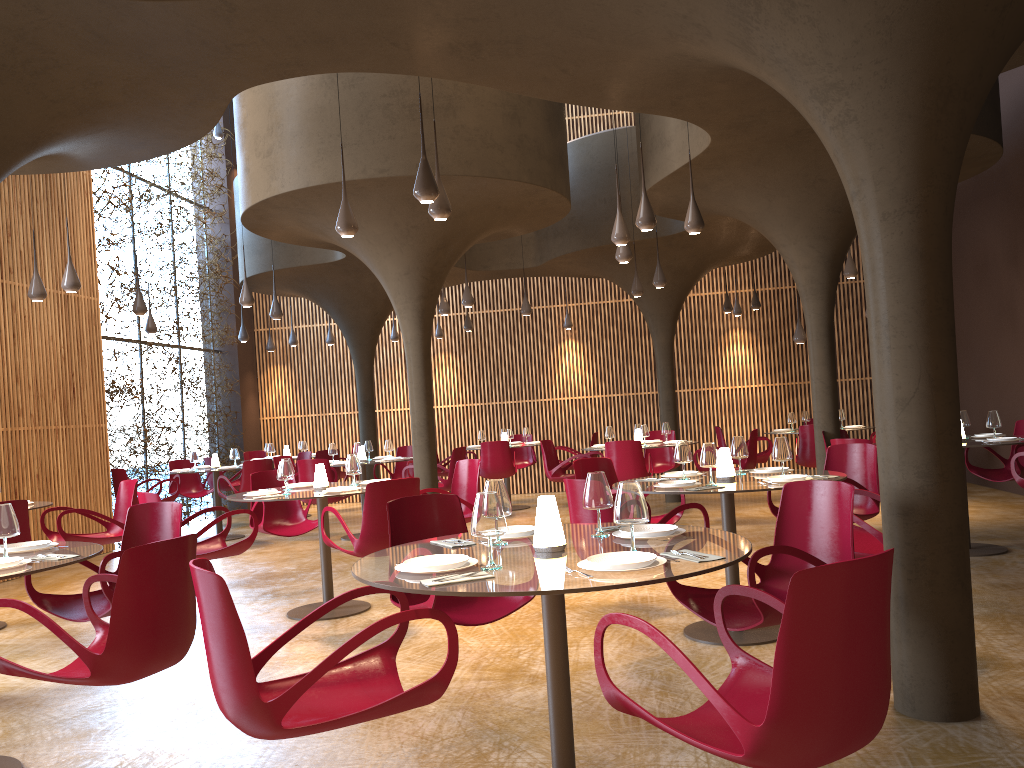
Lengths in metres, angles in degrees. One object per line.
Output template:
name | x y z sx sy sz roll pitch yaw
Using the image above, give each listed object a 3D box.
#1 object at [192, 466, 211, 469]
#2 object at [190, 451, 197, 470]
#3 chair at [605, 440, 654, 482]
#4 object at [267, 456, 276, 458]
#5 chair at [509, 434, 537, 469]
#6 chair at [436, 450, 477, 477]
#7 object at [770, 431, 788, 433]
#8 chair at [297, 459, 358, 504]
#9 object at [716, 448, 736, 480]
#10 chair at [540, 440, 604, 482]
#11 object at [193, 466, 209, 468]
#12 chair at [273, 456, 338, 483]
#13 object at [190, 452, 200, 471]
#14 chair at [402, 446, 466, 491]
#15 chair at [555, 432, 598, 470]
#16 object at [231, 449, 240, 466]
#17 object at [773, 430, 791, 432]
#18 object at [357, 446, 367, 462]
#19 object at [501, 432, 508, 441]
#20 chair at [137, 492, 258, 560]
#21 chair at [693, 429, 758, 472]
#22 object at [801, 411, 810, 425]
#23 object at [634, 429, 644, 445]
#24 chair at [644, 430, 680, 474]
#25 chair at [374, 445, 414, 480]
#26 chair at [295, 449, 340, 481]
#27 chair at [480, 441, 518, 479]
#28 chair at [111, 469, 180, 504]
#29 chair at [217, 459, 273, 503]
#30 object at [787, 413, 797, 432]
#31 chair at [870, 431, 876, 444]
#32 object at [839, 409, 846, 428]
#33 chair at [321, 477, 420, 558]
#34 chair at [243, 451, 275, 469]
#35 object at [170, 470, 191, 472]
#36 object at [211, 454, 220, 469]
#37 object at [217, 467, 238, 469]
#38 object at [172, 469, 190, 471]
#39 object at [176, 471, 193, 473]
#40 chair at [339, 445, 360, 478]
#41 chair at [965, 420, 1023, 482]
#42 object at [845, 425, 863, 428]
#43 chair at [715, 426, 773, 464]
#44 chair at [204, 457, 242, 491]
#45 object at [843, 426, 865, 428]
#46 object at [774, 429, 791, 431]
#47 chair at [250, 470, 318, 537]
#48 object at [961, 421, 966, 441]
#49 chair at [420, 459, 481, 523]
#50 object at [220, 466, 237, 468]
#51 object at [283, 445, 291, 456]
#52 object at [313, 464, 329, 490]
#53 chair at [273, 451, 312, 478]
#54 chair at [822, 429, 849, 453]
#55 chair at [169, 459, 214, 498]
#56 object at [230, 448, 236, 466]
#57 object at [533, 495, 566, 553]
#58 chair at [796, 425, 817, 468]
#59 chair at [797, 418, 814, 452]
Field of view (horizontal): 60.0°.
object | -5.086 1.372 14.528 0.332 0.014 0.332 -4 -2 0
object | -5.123 1.230 14.297 0.142 0.295 0.142 -4 -1 20
chair | 1.508 1.039 11.624 0.625 0.636 0.872 -4 -1 13
object | -4.612 1.411 17.142 0.263 0.029 0.263 -2 -2 -39
chair | 0.137 1.293 16.969 0.625 0.636 0.873 -4 -1 8
chair | -1.126 1.343 15.925 0.873 0.636 0.625 -4 -1 13
object | 4.191 0.757 13.919 0.262 0.017 0.126 -4 -2 23
chair | -2.559 1.320 12.151 0.625 0.636 0.872 -4 -1 13
object | 1.570 0.587 6.534 0.142 0.232 0.144 -3 -1 -32
chair | 0.861 1.125 13.039 0.873 0.636 0.625 -4 -1 23
object | -5.086 1.362 14.528 0.263 0.029 0.263 -2 -2 -45
chair | -3.207 1.406 13.566 0.873 0.636 0.625 -4 -1 23
object | -4.922 1.200 13.765 0.142 0.295 0.142 -4 -1 7
chair | -1.074 1.245 12.842 0.873 0.636 0.625 -4 -1 18
chair | 1.100 1.188 15.583 0.873 0.636 0.625 -4 -1 8
object | -4.361 1.170 13.971 0.142 0.295 0.142 -4 -1 23
object | 4.327 0.749 14.189 0.332 0.014 0.331 -5 -2 36
object | -2.251 1.042 13.265 0.142 0.232 0.144 -3 -1 -37
object | -0.133 0.982 15.798 0.142 0.232 0.144 -4 -1 -7
chair | -2.689 1.186 7.512 0.872 0.636 0.625 -3 -1 -39
chair | 2.993 0.964 12.315 0.873 0.636 0.625 -4 -1 18
object | 4.777 0.590 14.413 0.142 0.295 0.142 -4 -1 -10
object | 1.816 0.761 12.738 0.142 0.232 0.144 -4 -1 -17
chair | 2.285 1.057 13.847 0.625 0.636 0.872 -4 -1 18
chair | -1.782 1.338 14.374 0.625 0.636 0.872 -4 -1 18
chair | -3.447 1.490 15.806 0.624 0.636 0.873 -3 -1 -42
chair | -0.243 1.246 14.645 0.625 0.636 0.873 -4 -1 3
chair | -5.552 1.551 13.337 0.625 0.636 0.872 -5 -2 43
chair | -3.921 1.441 13.192 0.624 0.636 0.873 -3 -1 -42
object | 4.413 0.600 13.976 0.142 0.295 0.142 -3 -1 -34
chair | 5.955 0.809 13.535 0.873 0.636 0.625 -4 -1 18
object | 5.182 0.549 13.945 0.142 0.295 0.142 -4 -1 -4
chair | -1.093 1.071 7.145 0.624 0.636 0.873 -3 -1 -34
chair | -4.933 1.639 17.501 0.624 0.636 0.873 -3 -1 -37
object | -5.145 1.353 13.786 0.331 0.014 0.332 -3 -2 -11
object | -4.733 1.230 14.139 0.142 0.232 0.144 -3 -1 -27
object | -4.395 1.303 13.742 0.332 0.014 0.332 -4 -2 17
object | -5.145 1.343 13.786 0.263 0.029 0.263 -3 -2 -21
object | -4.977 1.341 13.534 0.261 0.017 0.126 -2 -2 -37
chair | -3.296 1.532 17.487 0.872 0.636 0.625 -3 -1 -42
chair | 5.485 0.720 9.646 0.872 0.636 0.625 -3 -1 -25
object | 5.300 0.662 13.739 0.263 0.029 0.263 -4 -2 3
chair | 3.744 0.977 14.333 0.873 0.636 0.625 -4 -1 13
chair | -5.078 1.600 15.951 0.625 0.636 0.872 -5 -2 43
object | 5.301 0.672 13.739 0.332 0.014 0.332 -4 -2 -3
object | 4.326 0.740 14.189 0.263 0.029 0.263 -4 -2 20
chair | -2.334 1.210 9.028 0.624 0.636 0.873 -3 -1 -29
object | 4.588 0.470 9.128 0.144 0.232 0.142 -3 -1 -35
chair | -0.715 1.097 8.790 0.872 0.636 0.625 -3 -1 -34
object | -4.396 1.293 13.742 0.263 0.029 0.263 -3 -2 -32
object | -4.259 1.280 16.753 0.144 0.232 0.142 -4 -1 -17
object | -1.769 0.855 8.191 0.142 0.232 0.144 -4 -1 1
chair | -3.770 1.482 14.873 0.872 0.636 0.625 -3 -1 -42
chair | 4.005 0.831 10.117 0.624 0.636 0.873 -3 -1 -35
chair | -5.407 1.589 14.887 0.624 0.636 0.873 -3 -1 -37
object | -4.516 1.194 14.419 0.142 0.295 0.142 -3 -1 -42
object | 0.154 0.595 3.789 0.144 0.232 0.142 -4 -1 26
chair | 4.419 0.887 12.839 0.625 0.636 0.872 -4 -1 18
chair | 5.161 0.905 14.970 0.625 0.636 0.872 -4 -1 23
